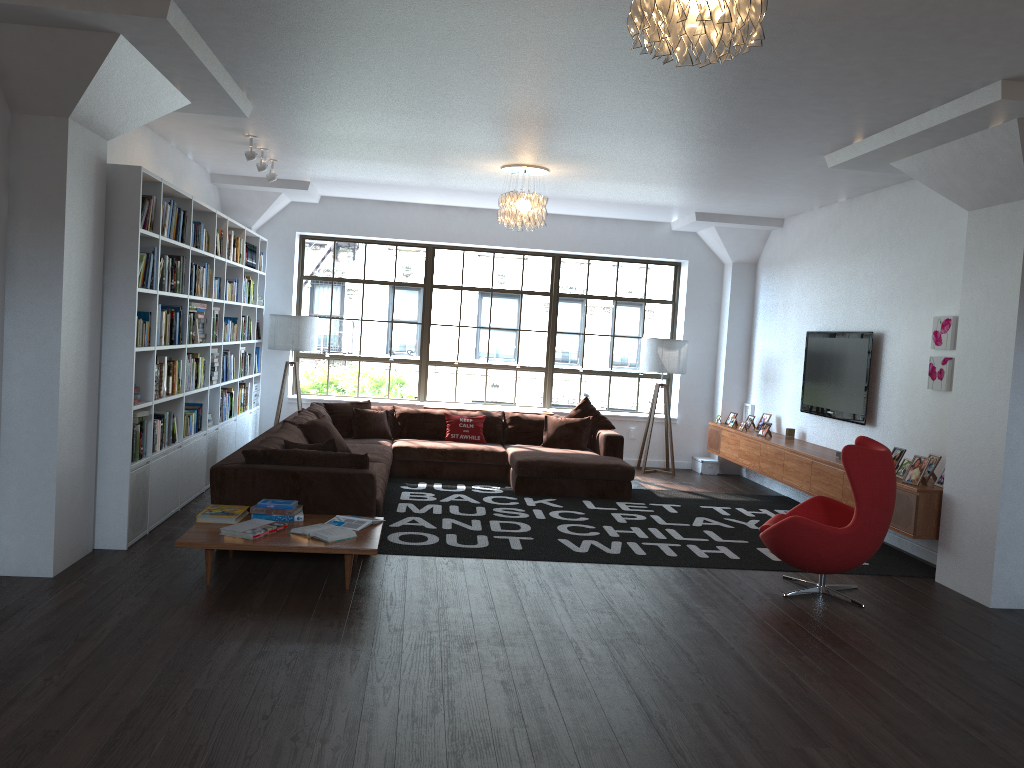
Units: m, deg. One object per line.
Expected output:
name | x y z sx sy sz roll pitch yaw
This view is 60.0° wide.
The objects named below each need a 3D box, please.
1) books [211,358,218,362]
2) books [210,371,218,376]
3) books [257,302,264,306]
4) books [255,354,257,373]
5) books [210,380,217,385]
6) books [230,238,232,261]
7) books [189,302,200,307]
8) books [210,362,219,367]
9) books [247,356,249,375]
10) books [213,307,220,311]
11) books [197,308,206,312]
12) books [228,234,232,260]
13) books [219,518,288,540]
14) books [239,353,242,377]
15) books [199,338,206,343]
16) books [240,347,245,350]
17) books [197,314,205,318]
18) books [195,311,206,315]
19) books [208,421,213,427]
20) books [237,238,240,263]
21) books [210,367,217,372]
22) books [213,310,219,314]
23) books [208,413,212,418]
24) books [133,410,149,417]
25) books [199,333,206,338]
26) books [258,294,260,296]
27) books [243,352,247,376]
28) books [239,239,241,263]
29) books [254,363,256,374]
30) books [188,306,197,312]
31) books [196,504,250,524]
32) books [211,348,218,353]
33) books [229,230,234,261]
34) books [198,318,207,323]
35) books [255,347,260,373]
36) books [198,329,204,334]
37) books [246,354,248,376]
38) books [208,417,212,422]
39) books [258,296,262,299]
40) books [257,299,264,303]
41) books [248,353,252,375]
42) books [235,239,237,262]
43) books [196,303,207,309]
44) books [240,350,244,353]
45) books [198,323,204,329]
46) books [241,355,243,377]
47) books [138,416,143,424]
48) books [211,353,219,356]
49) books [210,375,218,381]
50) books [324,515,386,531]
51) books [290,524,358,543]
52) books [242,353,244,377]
books | -2.744 -0.217 7.884 0.223 0.032 0.161 3 3 -6
books | -2.769 -0.101 7.904 0.259 0.040 0.180 3 3 -6
books | -2.910 -0.890 9.762 0.284 0.035 0.197 5 3 24
books | -2.916 -0.228 9.830 0.161 0.213 0.118 3 3 -6
books | -2.764 -0.023 7.882 0.246 0.038 0.171 3 3 -6
books | -2.710 -1.262 8.293 0.161 0.223 0.027 3 3 -6
books | -2.601 -0.633 6.997 0.223 0.027 0.161 4 3 3
books | -2.752 -0.182 7.878 0.253 0.040 0.183 3 3 -6
books | -2.879 -0.200 9.415 0.161 0.221 0.035 3 3 -7
books | -2.695 -0.664 7.759 0.224 0.030 0.161 4 3 4
books | -2.668 -0.625 7.427 0.144 0.024 0.208 4 3 -1
books | -2.705 -1.271 8.250 0.171 0.246 0.057 3 3 -6
books | -1.511 0.847 5.192 0.236 0.035 0.340 5 3 19
books | -2.835 -0.198 8.986 0.174 0.251 0.051 3 3 -6
books | -2.676 -0.368 7.417 0.171 0.039 0.246 3 3 -6
books | -2.840 -0.368 8.991 0.224 0.030 0.161 4 3 4
books | -2.676 -0.570 7.415 0.161 0.033 0.223 3 3 -6
books | -2.692 -0.601 7.435 0.223 0.027 0.161 3 3 -16
books | -2.820 0.345 7.869 0.284 0.035 0.197 3 3 -6
books | -2.732 -1.294 8.573 0.183 0.253 0.034 3 3 -6
books | -2.751 -0.141 7.889 0.231 0.044 0.168 3 3 -11
books | -2.696 -0.633 7.752 0.223 0.031 0.161 3 3 -6
books | -2.820 0.277 7.867 0.254 0.032 0.174 4 3 -1
books | -2.525 0.190 5.817 0.223 0.027 0.161 4 3 3
books | -2.676 -0.407 7.413 0.160 0.039 0.251 4 3 -1
books | -2.905 -0.985 9.755 0.204 0.025 0.144 5 3 24
books | -2.870 -0.216 9.277 0.183 0.253 0.042 3 3 -6
books | -2.746 -1.299 8.679 0.160 0.250 0.026 3 3 -6
books | -2.904 -0.233 9.730 0.172 0.235 0.112 3 3 -6
books | -2.613 -0.599 7.020 0.174 0.045 0.240 3 3 -6
books | -1.790 0.807 5.506 0.241 0.045 0.334 3 3 -4
books | -2.726 -0.300 7.867 0.185 0.041 0.129 4 3 8
books | -2.715 -1.298 8.331 0.176 0.290 0.053 3 3 -6
books | -2.672 -0.533 7.411 0.183 0.042 0.253 3 3 -6
books | -2.933 -0.276 9.979 0.176 0.290 0.053 3 3 -6
books | -2.698 -0.448 7.404 0.180 0.042 0.259 3 3 -6
books | -2.873 -0.204 9.344 0.161 0.223 0.032 3 3 -6
books | -2.817 0.311 7.867 0.284 0.033 0.197 2 3 -21
books | -2.903 -0.956 9.754 0.254 0.032 0.174 5 4 29
books | -2.908 -0.924 9.760 0.284 0.033 0.197 4 3 9
books | -2.894 -0.216 9.501 0.168 0.228 0.139 3 3 -6
books | -2.733 -1.279 8.505 0.168 0.231 0.037 3 3 -6
books | -2.659 -0.658 7.423 0.129 0.043 0.185 4 3 8
books | -2.841 -0.338 8.984 0.223 0.031 0.161 3 3 -6
books | -2.682 -0.491 7.417 0.168 0.045 0.231 3 3 -11
books | -2.838 -0.187 9.057 0.161 0.223 0.030 3 3 -6
books | -2.537 0.225 5.840 0.174 0.045 0.240 3 3 -16
books | -2.725 -0.268 7.876 0.208 0.024 0.144 4 3 -1
books | -2.764 -0.061 7.882 0.251 0.037 0.160 4 3 -1
books | -0.991 0.858 5.582 0.256 0.035 0.350 5 3 19
books | -1.110 0.869 5.224 0.342 0.040 0.231 6 4 34
books | -2.859 -0.205 9.158 0.171 0.246 0.036 3 3 -6
